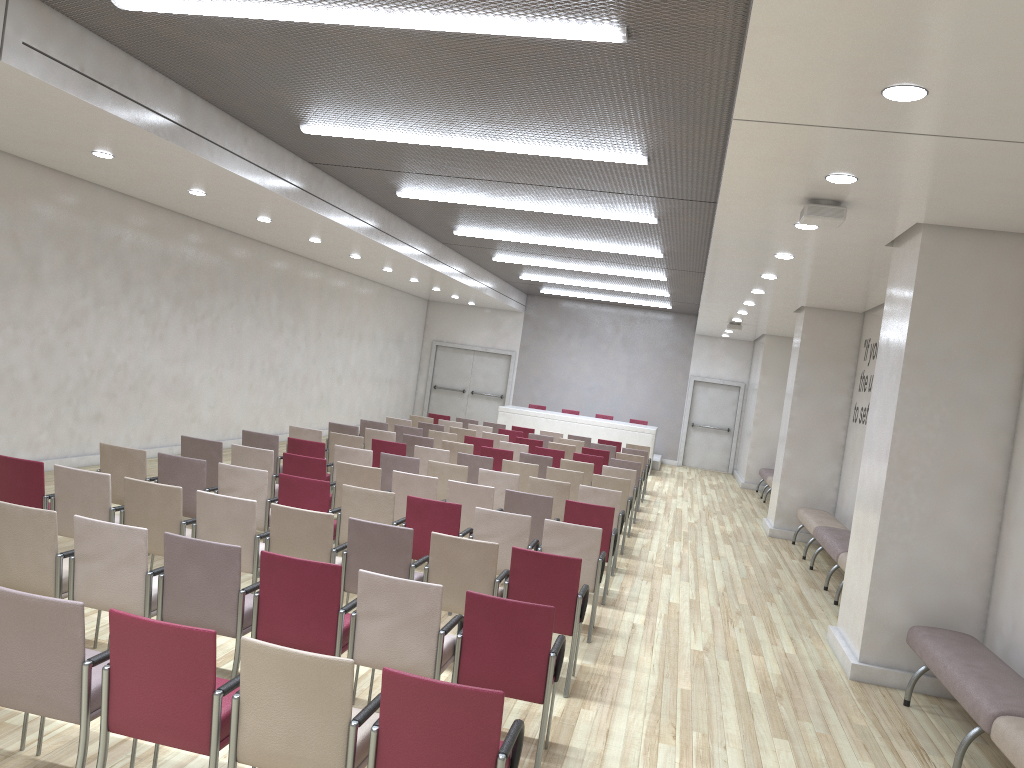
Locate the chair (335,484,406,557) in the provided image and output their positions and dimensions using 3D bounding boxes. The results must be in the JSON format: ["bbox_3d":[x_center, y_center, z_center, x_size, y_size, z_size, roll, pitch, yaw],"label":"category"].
[{"bbox_3d":[-1.144,1.273,7.346,0.513,0.890,0.640,8,1,11],"label":"chair"}]

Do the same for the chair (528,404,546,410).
[{"bbox_3d":[0.541,0.976,22.260,0.513,0.890,0.640,8,1,10],"label":"chair"}]

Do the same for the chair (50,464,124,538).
[{"bbox_3d":[-2.993,1.034,6.459,0.513,0.890,0.640,8,1,11],"label":"chair"}]

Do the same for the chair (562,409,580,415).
[{"bbox_3d":[1.374,1.096,22.097,0.513,0.890,0.640,8,1,10],"label":"chair"}]

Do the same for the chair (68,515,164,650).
[{"bbox_3d":[-2.155,1.179,5.042,0.513,0.890,0.640,8,1,11],"label":"chair"}]

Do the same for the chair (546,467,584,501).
[{"bbox_3d":[0.623,1.450,10.756,0.513,0.890,0.640,8,1,10],"label":"chair"}]

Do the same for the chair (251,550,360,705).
[{"bbox_3d":[-1.091,1.331,4.840,0.513,0.890,0.640,8,1,10],"label":"chair"}]

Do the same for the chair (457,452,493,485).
[{"bbox_3d":[-0.440,1.298,10.969,0.513,0.890,0.640,8,1,12],"label":"chair"}]

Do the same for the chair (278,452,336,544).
[{"bbox_3d":[-1.983,1.128,8.758,0.513,0.890,0.640,8,1,11],"label":"chair"}]

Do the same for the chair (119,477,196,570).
[{"bbox_3d":[-2.454,1.111,6.349,0.513,0.890,0.640,8,1,12],"label":"chair"}]

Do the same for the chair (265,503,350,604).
[{"bbox_3d":[-1.392,1.263,6.146,0.513,0.890,0.640,8,1,10],"label":"chair"}]

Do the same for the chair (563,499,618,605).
[{"bbox_3d":[0.697,1.511,8.232,0.513,0.890,0.640,8,1,11],"label":"chair"}]

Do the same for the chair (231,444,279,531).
[{"bbox_3d":[-2.511,1.052,8.864,0.513,0.890,0.640,8,1,11],"label":"chair"}]

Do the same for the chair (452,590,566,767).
[{"bbox_3d":[-0.014,1.486,4.612,0.513,0.890,0.640,8,1,11],"label":"chair"}]

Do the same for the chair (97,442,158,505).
[{"bbox_3d":[-3.280,0.967,7.768,0.513,0.890,0.640,8,1,12],"label":"chair"}]

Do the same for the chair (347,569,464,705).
[{"bbox_3d":[-0.559,1.408,4.724,0.513,0.890,0.640,8,1,12],"label":"chair"}]

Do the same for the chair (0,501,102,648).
[{"bbox_3d":[-2.689,1.103,5.148,0.513,0.890,0.640,8,1,12],"label":"chair"}]

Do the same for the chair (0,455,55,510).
[{"bbox_3d":[-3.514,0.959,6.559,0.513,0.890,0.640,8,1,10],"label":"chair"}]

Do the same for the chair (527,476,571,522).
[{"bbox_3d":[0.391,1.442,9.561,0.513,0.890,0.640,8,1,11],"label":"chair"}]

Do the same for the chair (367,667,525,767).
[{"bbox_3d":[-0.250,1.477,3.406,0.513,0.890,0.640,8,1,10],"label":"chair"}]

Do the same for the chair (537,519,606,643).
[{"bbox_3d":[0.459,1.503,7.034,0.513,0.890,0.640,8,1,10],"label":"chair"}]

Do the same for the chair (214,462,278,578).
[{"bbox_3d":[-2.209,1.120,7.568,0.513,0.890,0.640,8,1,11],"label":"chair"}]

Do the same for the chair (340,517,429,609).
[{"bbox_3d":[-0.850,1.341,6.029,0.513,0.890,0.640,8,1,12],"label":"chair"}]

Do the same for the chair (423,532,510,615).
[{"bbox_3d":[-0.308,1.418,5.937,0.513,0.890,0.640,8,1,10],"label":"chair"}]

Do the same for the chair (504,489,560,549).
[{"bbox_3d":[0.157,1.434,8.356,0.513,0.890,0.640,8,1,12],"label":"chair"}]

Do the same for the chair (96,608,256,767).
[{"bbox_3d":[-1.316,1.325,3.619,0.513,0.890,0.640,8,1,11],"label":"chair"}]

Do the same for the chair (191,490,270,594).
[{"bbox_3d":[-1.914,1.188,6.238,0.513,0.890,0.640,8,1,12],"label":"chair"}]

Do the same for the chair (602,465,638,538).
[{"bbox_3d":[1.396,1.535,11.865,0.513,0.890,0.640,8,1,10],"label":"chair"}]

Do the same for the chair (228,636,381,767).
[{"bbox_3d":[-0.783,1.401,3.515,0.513,0.890,0.640,8,1,12],"label":"chair"}]

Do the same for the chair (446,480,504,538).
[{"bbox_3d":[-0.380,1.357,8.450,0.513,0.890,0.640,8,1,11],"label":"chair"}]

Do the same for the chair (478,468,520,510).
[{"bbox_3d":[-0.133,1.367,9.663,0.513,0.890,0.640,8,1,12],"label":"chair"}]

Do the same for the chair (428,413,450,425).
[{"bbox_3d":[-1.407,1.032,17.425,0.513,0.890,0.640,8,1,11],"label":"chair"}]

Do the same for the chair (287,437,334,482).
[{"bbox_3d":[-2.276,1.060,10.084,0.513,0.890,0.640,8,1,11],"label":"chair"}]

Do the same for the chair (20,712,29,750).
[{"bbox_3d":[-2.400,1.169,3.837,0.513,0.890,0.640,8,1,12],"label":"chair"}]

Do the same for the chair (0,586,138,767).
[{"bbox_3d":[-1.864,1.246,3.723,0.513,0.890,0.640,8,1,10],"label":"chair"}]

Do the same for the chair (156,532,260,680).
[{"bbox_3d":[-1.628,1.255,4.942,0.513,0.890,0.640,8,1,11],"label":"chair"}]

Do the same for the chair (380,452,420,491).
[{"bbox_3d":[-1.212,1.213,9.862,0.513,0.890,0.640,8,1,11],"label":"chair"}]

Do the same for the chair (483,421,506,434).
[{"bbox_3d":[-0.332,1.186,17.226,0.513,0.890,0.640,8,1,12],"label":"chair"}]

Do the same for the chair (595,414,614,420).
[{"bbox_3d":[2.208,1.215,21.933,0.513,0.890,0.640,8,1,10],"label":"chair"}]

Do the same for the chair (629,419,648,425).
[{"bbox_3d":[3.042,1.334,21.769,0.513,0.890,0.640,8,1,10],"label":"chair"}]

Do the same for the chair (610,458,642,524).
[{"bbox_3d":[1.636,1.544,13.072,0.513,0.890,0.640,8,1,10],"label":"chair"}]

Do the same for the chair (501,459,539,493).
[{"bbox_3d":[0.097,1.374,10.875,0.513,0.890,0.640,8,1,10],"label":"chair"}]

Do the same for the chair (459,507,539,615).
[{"bbox_3d":[-0.076,1.426,7.143,0.513,0.890,0.640,8,1,10],"label":"chair"}]

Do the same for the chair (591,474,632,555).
[{"bbox_3d":[1.161,1.527,10.667,0.513,0.890,0.640,8,1,11],"label":"chair"}]

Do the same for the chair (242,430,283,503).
[{"bbox_3d":[-2.809,0.984,10.188,0.513,0.890,0.640,8,1,11],"label":"chair"}]

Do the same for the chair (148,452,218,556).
[{"bbox_3d":[-2.749,1.043,7.670,0.513,0.890,0.640,8,1,11],"label":"chair"}]

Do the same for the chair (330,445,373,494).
[{"bbox_3d":[-1.735,1.137,9.982,0.513,0.890,0.640,8,1,11],"label":"chair"}]

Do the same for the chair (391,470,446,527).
[{"bbox_3d":[-0.903,1.282,8.564,0.513,0.890,0.640,8,1,12],"label":"chair"}]

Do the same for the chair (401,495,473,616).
[{"bbox_3d":[-0.616,1.349,7.249,0.513,0.890,0.640,8,1,11],"label":"chair"}]

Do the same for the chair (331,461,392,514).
[{"bbox_3d":[-1.449,1.204,8.660,0.513,0.890,0.640,8,1,11],"label":"chair"}]

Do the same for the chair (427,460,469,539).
[{"bbox_3d":[-0.687,1.288,9.762,0.513,0.890,0.640,8,1,11],"label":"chair"}]

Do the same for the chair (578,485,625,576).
[{"bbox_3d":[0.916,1.517,9.453,0.513,0.890,0.640,8,1,12],"label":"chair"}]

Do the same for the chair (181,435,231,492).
[{"bbox_3d":[-3.047,0.975,8.985,0.513,0.890,0.640,8,1,10],"label":"chair"}]

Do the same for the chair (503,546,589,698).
[{"bbox_3d":[0.215,1.493,5.829,0.513,0.890,0.640,8,1,11],"label":"chair"}]

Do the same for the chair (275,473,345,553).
[{"bbox_3d":[-1.677,1.197,7.455,0.513,0.890,0.640,8,1,12],"label":"chair"}]

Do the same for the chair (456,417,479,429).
[{"bbox_3d":[-0.862,1.110,17.319,0.513,0.890,0.640,8,1,11],"label":"chair"}]
